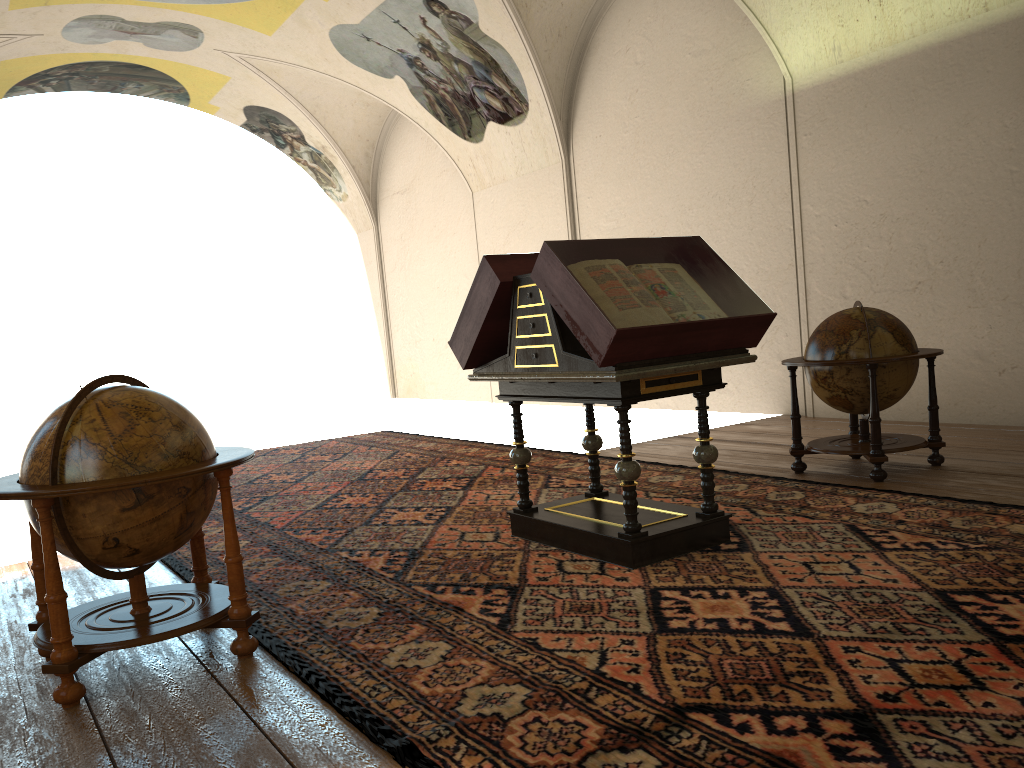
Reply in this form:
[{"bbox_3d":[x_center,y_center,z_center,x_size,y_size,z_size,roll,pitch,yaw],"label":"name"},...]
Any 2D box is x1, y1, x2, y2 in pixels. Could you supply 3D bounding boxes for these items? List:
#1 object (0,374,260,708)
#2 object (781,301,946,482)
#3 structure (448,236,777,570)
[{"bbox_3d":[-1.924,0.674,4.452,1.279,1.451,1.277,-5,4,5],"label":"object"},{"bbox_3d":[2.977,0.017,7.547,1.279,1.451,1.276,-4,5,20],"label":"object"},{"bbox_3d":[0.613,0.081,5.852,1.243,1.984,1.891,-8,5,-32],"label":"structure"}]
